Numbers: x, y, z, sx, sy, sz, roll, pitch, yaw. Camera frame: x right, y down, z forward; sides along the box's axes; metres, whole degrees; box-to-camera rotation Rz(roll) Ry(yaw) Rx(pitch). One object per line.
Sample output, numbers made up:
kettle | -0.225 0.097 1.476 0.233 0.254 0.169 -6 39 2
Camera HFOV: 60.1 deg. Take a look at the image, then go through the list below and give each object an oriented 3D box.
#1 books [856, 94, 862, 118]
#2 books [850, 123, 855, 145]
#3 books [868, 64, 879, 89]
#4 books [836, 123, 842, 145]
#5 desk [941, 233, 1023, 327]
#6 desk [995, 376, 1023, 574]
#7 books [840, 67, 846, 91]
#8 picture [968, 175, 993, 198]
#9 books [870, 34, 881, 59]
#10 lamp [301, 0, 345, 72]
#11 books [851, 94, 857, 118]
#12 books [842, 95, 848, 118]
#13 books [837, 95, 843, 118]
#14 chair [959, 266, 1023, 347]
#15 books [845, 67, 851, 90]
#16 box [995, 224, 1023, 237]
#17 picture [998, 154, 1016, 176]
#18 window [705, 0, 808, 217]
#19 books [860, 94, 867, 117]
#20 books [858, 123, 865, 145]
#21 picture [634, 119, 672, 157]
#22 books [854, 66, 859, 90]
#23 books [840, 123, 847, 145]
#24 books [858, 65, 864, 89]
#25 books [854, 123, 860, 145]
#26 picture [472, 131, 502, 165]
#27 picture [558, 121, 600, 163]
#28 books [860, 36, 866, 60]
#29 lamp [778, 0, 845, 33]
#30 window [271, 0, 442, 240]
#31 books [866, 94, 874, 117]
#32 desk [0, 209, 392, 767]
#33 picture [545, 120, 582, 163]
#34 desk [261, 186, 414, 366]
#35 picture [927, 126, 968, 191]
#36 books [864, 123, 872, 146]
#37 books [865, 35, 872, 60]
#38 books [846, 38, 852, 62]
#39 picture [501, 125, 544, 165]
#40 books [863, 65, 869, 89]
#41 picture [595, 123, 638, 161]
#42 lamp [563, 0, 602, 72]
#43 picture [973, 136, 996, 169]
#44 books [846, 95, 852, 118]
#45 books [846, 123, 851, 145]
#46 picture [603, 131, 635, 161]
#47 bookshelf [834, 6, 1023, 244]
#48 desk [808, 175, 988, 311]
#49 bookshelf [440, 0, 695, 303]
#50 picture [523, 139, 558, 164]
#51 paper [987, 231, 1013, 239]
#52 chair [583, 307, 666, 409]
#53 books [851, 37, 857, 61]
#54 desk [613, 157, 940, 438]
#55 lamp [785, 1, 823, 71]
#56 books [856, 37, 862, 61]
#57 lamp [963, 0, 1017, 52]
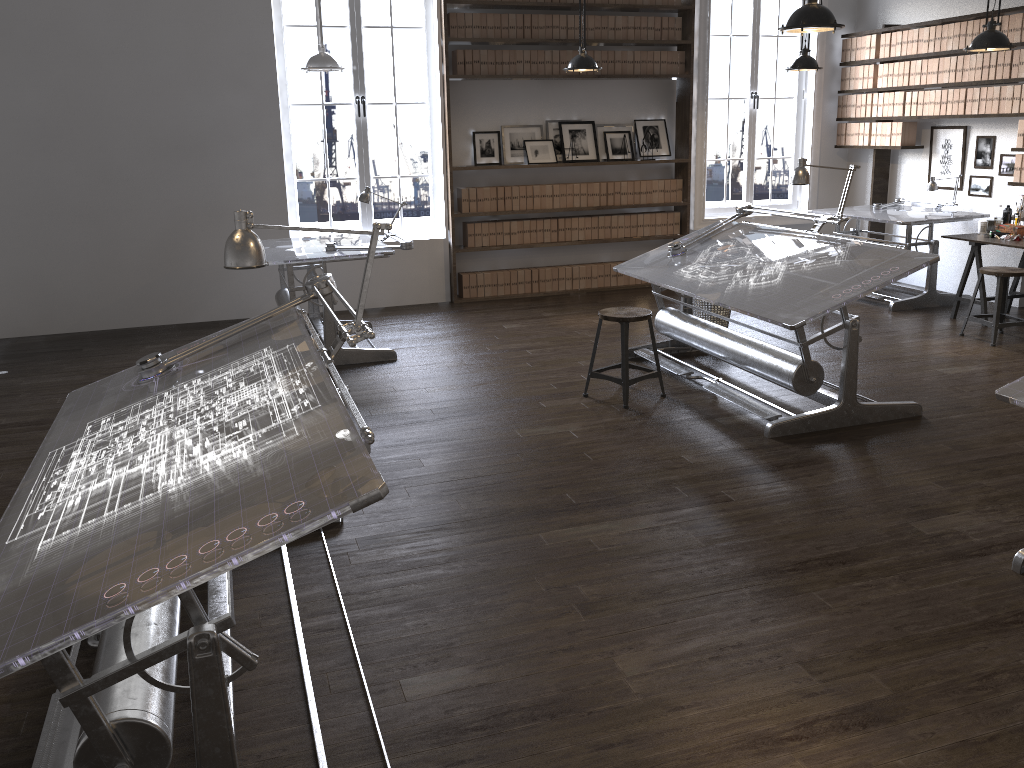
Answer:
books | 3.550 -2.791 8.888 0.175 0.223 0.067 -6 14 -18
books | 3.534 -2.540 9.007 0.175 0.223 0.067 -6 14 -18
books | 3.591 -3.016 8.687 0.174 0.223 0.067 -6 14 -18
books | 3.469 -2.596 9.206 0.175 0.223 0.067 -6 14 -18
desk | 4.068 -0.703 6.600 0.656 0.661 1.687 -6 16 -17
desk | 2.559 0.174 2.372 1.078 1.370 2.092 -6 16 -17
books | 3.460 -3.122 9.067 0.175 0.223 0.067 -6 14 -18
picture | 4.151 -1.752 7.845 0.023 0.181 0.254 -6 16 -17
books | 3.585 -3.280 8.616 0.175 0.223 0.067 -6 14 -18
lamp | -1.380 -3.334 6.102 0.314 2.226 0.313 -12 17 -37
books | 3.523 -2.809 8.953 0.174 0.223 0.067 -6 14 -18
books | 3.482 -2.847 9.085 0.175 0.223 0.067 -6 14 -18
books | 3.455 -2.863 9.145 0.175 0.223 0.067 -6 14 -18
chair | 3.556 -0.573 6.448 0.358 0.522 0.376 -4 15 -9
books | 3.479 -3.104 9.000 0.175 0.223 0.067 -6 14 -18
box | 3.988 -1.224 7.060 0.138 0.082 0.214 -6 16 -18
picture | 4.245 -1.857 7.516 0.023 0.181 0.254 -6 16 -17
window | 2.444 -2.858 9.005 1.246 2.282 0.155 -6 14 -18
books | 3.568 -2.771 8.817 0.175 0.223 0.067 -6 14 -18
books | 3.573 -2.505 8.880 0.175 0.223 0.067 -6 14 -18
picture | 1.400 -2.449 8.819 0.343 0.360 0.162 -6 15 -18
books | 3.525 -3.069 8.876 0.175 0.223 0.067 -6 14 -18
books | 3.487 -2.576 9.135 0.175 0.223 0.067 -6 14 -18
books | 3.542 -3.051 8.813 0.175 0.223 0.067 -6 14 -18
books | 3.550 -2.524 8.947 0.175 0.223 0.067 -6 14 -18
picture | -0.234 -2.223 8.356 0.267 0.311 0.058 -6 14 -18
picture | 0.649 -2.340 8.561 0.374 0.387 0.150 -6 15 -18
books | 3.541 -3.317 8.749 0.175 0.223 0.067 -6 14 -18
lamp | 1.437 -2.810 4.068 0.313 2.226 0.314 -1 13 2
window | -1.353 -2.454 7.916 1.485 2.468 0.155 -6 14 -18
books | 3.597 -2.753 8.750 0.175 0.223 0.067 -6 14 -18
desk | -0.879 0.178 2.619 1.078 1.370 2.092 -6 16 -17
picture | 0.514 -2.347 8.570 0.370 0.401 0.092 -6 14 -18
desk | -1.307 -0.846 6.560 1.173 1.175 1.283 -6 16 -17
picture | 4.009 -2.084 8.165 0.040 0.568 0.419 -6 15 -17
books | 3.599 -2.486 8.814 0.174 0.223 0.067 -6 14 -18
books | 3.560 -3.299 8.682 0.175 0.223 0.067 -6 14 -18
books | 3.469 -3.372 8.943 0.175 0.223 0.067 -6 14 -18
picture | 0.108 -2.280 8.441 0.416 0.361 0.084 -6 14 -18
books | 3.568 -3.034 8.753 0.175 0.223 0.067 -6 14 -18
picture | 1.026 -2.381 8.737 0.434 0.357 0.096 -6 14 -18
lamp | 0.531 -3.553 6.717 0.314 2.226 0.313 -12 17 -37
picture | 4.149 -2.032 7.769 0.022 0.281 0.203 -6 15 -18
books | 3.505 -2.828 9.019 0.174 0.223 0.067 -6 14 -18
books | 3.516 -2.558 9.068 0.175 0.223 0.067 -6 14 -18
picture | 1.052 -2.339 8.710 0.290 0.287 0.128 -6 15 -18
bookshelf | 4.999 -0.873 5.151 0.374 3.168 9.279 -6 16 -17
desk | 3.518 -1.333 8.053 1.072 1.085 1.283 -6 16 -17
bookshelf | 0.542 -2.038 8.615 2.477 3.680 0.417 -6 14 -18
picture | 0.273 -2.209 8.432 0.300 0.226 0.146 -6 15 -18
paper | 3.848 -1.178 7.004 0.138 0.038 0.156 -11 19 -31
chair | 0.672 -0.171 5.270 0.374 0.522 0.361 -13 18 -38
books | 3.495 -3.353 8.877 0.174 0.223 0.067 -6 14 -18
desk | 1.499 -0.695 5.472 1.078 1.370 2.305 -6 16 -17
lamp | 2.480 -3.773 7.336 0.314 2.226 0.313 -12 17 -37
books | 3.521 -3.336 8.814 0.174 0.223 0.067 -6 14 -18
lamp | 3.100 -3.269 5.536 0.314 2.226 0.313 -12 17 -37
